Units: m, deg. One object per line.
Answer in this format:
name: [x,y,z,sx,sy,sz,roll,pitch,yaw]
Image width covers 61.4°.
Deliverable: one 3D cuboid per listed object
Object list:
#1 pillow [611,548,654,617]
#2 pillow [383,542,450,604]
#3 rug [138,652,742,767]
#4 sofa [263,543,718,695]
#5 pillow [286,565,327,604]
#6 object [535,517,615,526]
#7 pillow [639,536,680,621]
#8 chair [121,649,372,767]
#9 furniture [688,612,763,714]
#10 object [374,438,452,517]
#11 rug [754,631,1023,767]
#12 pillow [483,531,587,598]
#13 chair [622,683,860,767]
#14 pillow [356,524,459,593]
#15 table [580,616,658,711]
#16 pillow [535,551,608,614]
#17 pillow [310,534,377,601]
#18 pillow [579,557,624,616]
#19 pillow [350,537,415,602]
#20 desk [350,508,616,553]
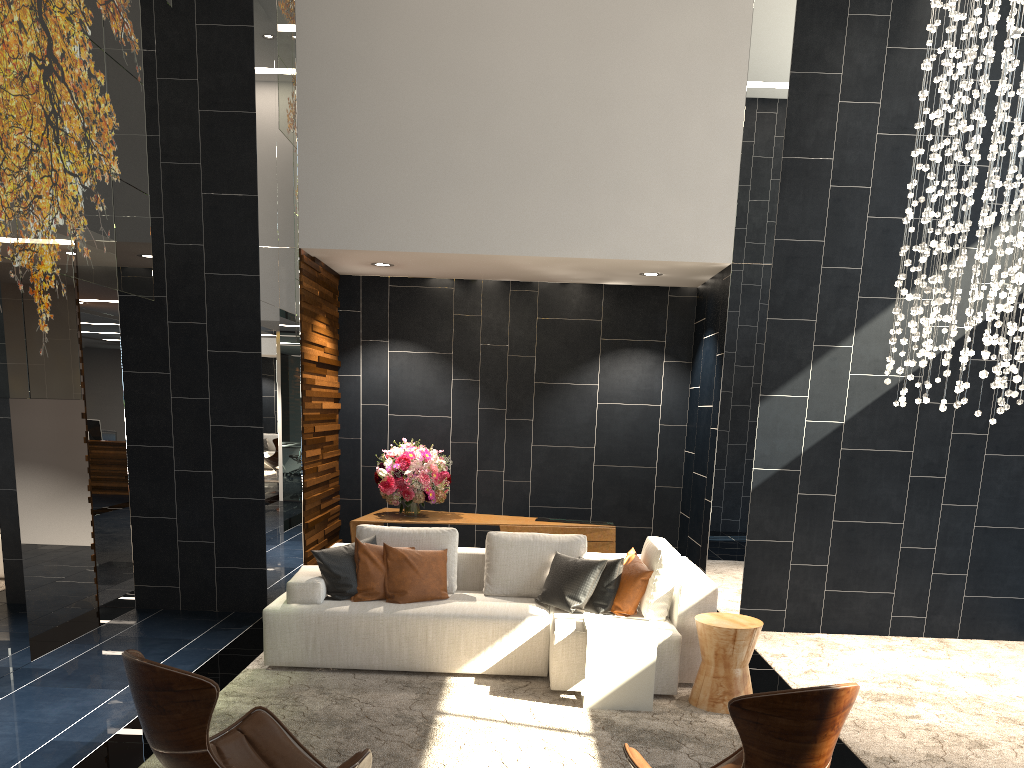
pillow: [0.753,1.304,5.643,0.268,0.424,0.506,2,4,-3]
pillow: [-0.623,1.256,5.741,0.519,0.426,0.260,0,8,-28]
rug: [-0.104,1.876,5.347,3.208,0.006,5.775,2,-2,1]
sofa: [-0.146,1.532,5.764,2.846,0.706,1.261,2,2,1]
pillow: [-1.343,1.332,5.765,0.239,0.155,0.610,2,-1,-4]
object: [0.557,1.202,7.515,0.708,0.027,0.236,2,-1,11]
pillow: [0.950,1.270,5.701,0.218,0.469,0.695,2,3,2]
chair: [-0.865,1.306,2.960,0.668,0.959,0.773,6,7,28]
furniture: [1.267,1.655,5.127,0.387,0.538,0.386,7,9,35]
object: [-0.856,0.807,7.441,0.660,0.697,0.671,1,5,-8]
rug: [2.963,1.987,5.276,2.332,0.006,3.343,2,-2,1]
pillow: [0.165,1.254,5.990,0.718,0.452,0.280,2,8,1]
chair: [0.827,1.370,3.025,0.672,0.959,0.768,-2,8,-31]
pillow: [-0.734,1.214,5.998,0.718,0.468,0.238,2,9,0]
table: [0.623,1.658,5.138,0.400,0.480,0.388,2,6,1]
pillow: [0.372,1.307,5.682,0.296,0.376,0.495,-3,6,-40]
pillow: [-1.064,1.218,5.728,0.550,0.427,0.249,-1,8,-41]
pillow: [0.555,1.312,5.689,0.254,0.426,0.542,-3,6,-32]
pillow: [-0.846,1.223,5.749,0.547,0.444,0.236,0,8,-33]
desk: [-0.221,1.558,7.625,2.240,0.776,0.965,2,4,1]
